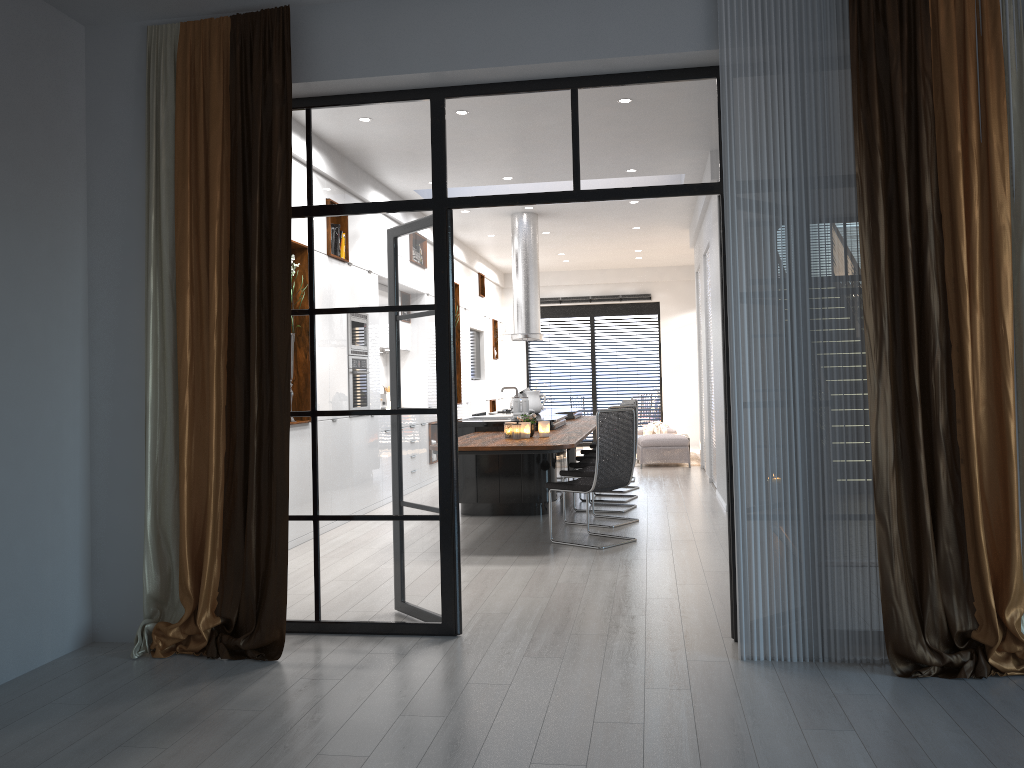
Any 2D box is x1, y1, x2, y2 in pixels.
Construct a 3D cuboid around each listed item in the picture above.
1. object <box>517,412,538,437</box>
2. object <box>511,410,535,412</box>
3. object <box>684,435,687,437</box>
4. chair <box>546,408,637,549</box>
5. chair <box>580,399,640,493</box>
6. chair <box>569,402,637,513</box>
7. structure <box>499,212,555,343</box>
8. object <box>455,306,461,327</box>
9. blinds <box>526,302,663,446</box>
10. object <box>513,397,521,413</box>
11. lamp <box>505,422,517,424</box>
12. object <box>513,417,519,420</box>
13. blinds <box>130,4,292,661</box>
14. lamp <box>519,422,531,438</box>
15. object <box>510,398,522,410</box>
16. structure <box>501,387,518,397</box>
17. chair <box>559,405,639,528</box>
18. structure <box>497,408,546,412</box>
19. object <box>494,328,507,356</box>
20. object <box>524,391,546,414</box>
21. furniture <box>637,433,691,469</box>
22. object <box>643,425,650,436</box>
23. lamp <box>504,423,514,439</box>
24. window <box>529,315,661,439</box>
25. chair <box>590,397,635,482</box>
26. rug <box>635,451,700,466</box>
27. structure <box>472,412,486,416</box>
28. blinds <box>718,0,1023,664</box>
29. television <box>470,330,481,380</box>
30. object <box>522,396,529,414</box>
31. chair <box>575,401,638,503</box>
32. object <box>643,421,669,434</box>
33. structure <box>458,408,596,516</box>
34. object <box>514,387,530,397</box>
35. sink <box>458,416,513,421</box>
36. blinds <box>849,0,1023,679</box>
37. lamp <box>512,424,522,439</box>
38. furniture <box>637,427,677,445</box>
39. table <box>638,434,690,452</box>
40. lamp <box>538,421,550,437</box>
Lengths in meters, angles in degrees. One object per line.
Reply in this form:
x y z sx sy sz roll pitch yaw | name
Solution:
0.129 0.325 7.157 0.151 0.206 0.157 -2 -1 26 | object
0.116 0.307 9.611 0.264 0.033 0.264 -1 0 -45 | object
2.566 0.795 13.628 0.281 0.032 0.533 -1 0 22 | object
0.604 0.701 6.819 0.536 1.019 0.471 -3 -2 44 | chair
1.109 0.689 10.069 0.536 1.019 0.471 -2 -1 29 | chair
0.876 0.695 8.555 0.536 1.019 0.471 -2 -1 24 | chair
0.175 -1.331 11.160 0.695 1.609 1.043 -2 -1 8 | structure
-0.907 -0.529 12.682 0.322 1.616 0.323 -2 -2 35 | object
1.580 -0.175 17.082 2.584 2.722 0.358 -2 -1 9 | blinds
0.047 0.228 8.548 0.071 0.219 0.071 -1 -2 -27 | object
-0.009 0.370 7.111 0.095 0.124 0.095 -2 -1 26 | lamp
0.065 0.325 8.397 0.111 0.023 0.111 -1 0 21 | object
-1.402 -0.265 4.180 0.810 3.046 0.254 -2 -1 8 | blinds
0.101 0.367 7.021 0.095 0.124 0.095 -1 -1 2 | lamp
0.080 0.250 10.244 0.211 0.174 0.211 -2 -1 16 | object
-0.022 0.184 8.790 0.177 0.310 0.089 -2 -1 9 | structure
0.759 0.698 7.745 0.536 1.019 0.471 -2 -2 39 | chair
0.130 0.323 11.113 0.502 0.026 0.811 -1 0 9 | structure
-0.313 -0.776 16.058 0.480 0.627 0.315 -1 -1 0 | object
0.248 0.205 9.875 0.211 0.254 0.183 -2 -1 43 | object
2.157 0.941 12.691 0.699 0.460 0.699 -1 0 4 | furniture
2.082 0.731 13.700 0.110 0.183 0.119 -2 -1 14 | object
-0.024 0.373 7.006 0.078 0.120 0.078 -1 -1 -8 | lamp
4.588 -1.518 16.992 8.565 5.064 0.462 -1 -1 7 | window
1.245 0.685 11.022 0.536 1.019 0.470 -2 -1 9 | chair
2.115 1.161 13.873 1.623 0.020 2.519 -1 0 9 | rug
-0.632 0.739 14.459 0.221 0.516 1.203 -2 0 9 | structure
1.591 -0.331 3.807 1.301 3.070 0.052 -2 -2 9 | blinds
-0.654 -0.472 14.488 0.050 0.805 1.187 -2 0 9 | television
0.130 0.226 8.545 0.071 0.219 0.071 -2 -2 35 | object
0.987 0.692 9.265 0.536 1.019 0.471 -2 -1 24 | chair
2.445 0.807 14.937 0.417 0.355 0.760 -2 0 17 | object
0.182 0.778 8.993 1.377 0.887 5.639 -1 0 9 | structure
0.143 0.150 11.112 0.249 0.212 0.256 -2 -1 44 | object
-0.219 0.416 8.842 0.485 0.153 0.738 -1 0 9 | sink
1.858 -0.345 3.663 0.810 3.046 0.254 -2 -1 9 | blinds
0.038 0.372 6.930 0.078 0.120 0.078 -1 -1 -8 | lamp
2.440 0.934 14.987 0.699 0.460 0.699 -1 0 9 | furniture
2.242 0.994 13.801 1.000 0.350 1.000 -1 0 9 | table
0.258 0.363 7.114 0.095 0.124 0.095 -2 -1 42 | lamp
